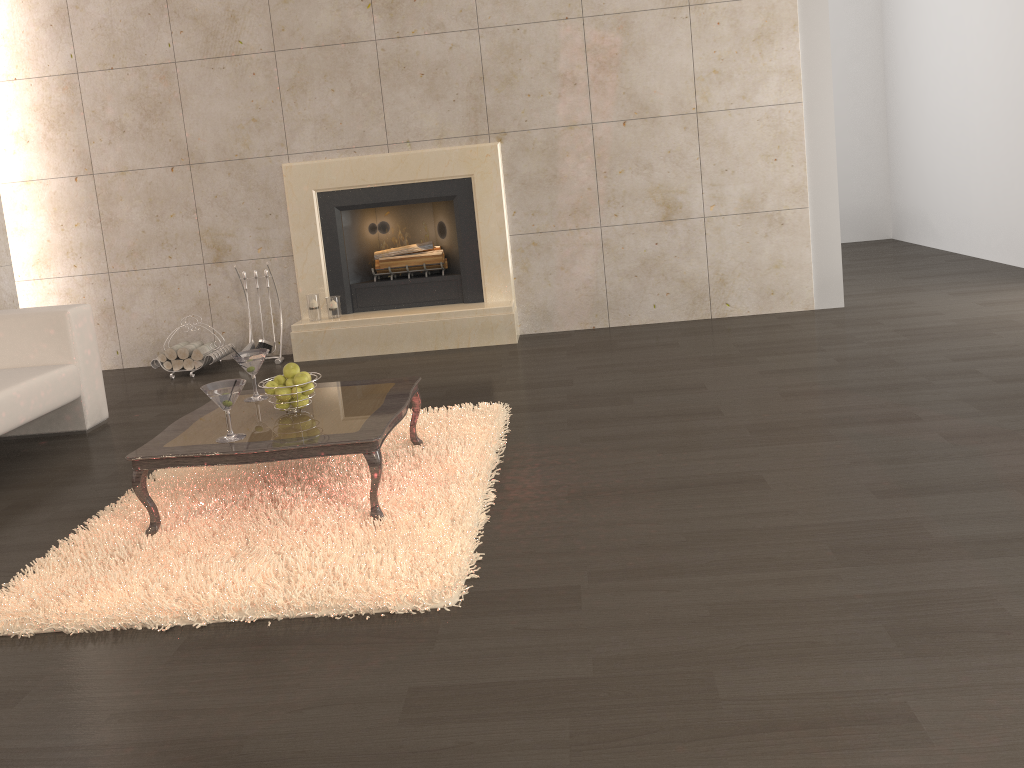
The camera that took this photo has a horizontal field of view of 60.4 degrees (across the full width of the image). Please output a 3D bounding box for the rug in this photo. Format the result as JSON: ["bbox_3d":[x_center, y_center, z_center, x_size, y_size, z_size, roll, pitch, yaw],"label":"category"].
[{"bbox_3d":[-0.795,0.398,3.342,1.507,0.066,2.040,-5,14,4],"label":"rug"}]

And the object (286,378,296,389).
[{"bbox_3d":[-0.820,-0.001,3.281,0.046,0.043,0.046,-10,12,-24],"label":"object"}]

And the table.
[{"bbox_3d":[-0.824,0.253,3.341,0.903,0.297,0.933,-5,13,3],"label":"table"}]

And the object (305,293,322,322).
[{"bbox_3d":[-1.355,-0.525,6.028,0.100,0.181,0.098,-14,12,-42],"label":"object"}]

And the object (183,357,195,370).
[{"bbox_3d":[-2.131,-0.163,5.953,0.079,0.075,0.257,-5,13,5],"label":"object"}]

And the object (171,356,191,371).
[{"bbox_3d":[-2.208,-0.160,5.974,0.082,0.072,0.282,-5,13,5],"label":"object"}]

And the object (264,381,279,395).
[{"bbox_3d":[-0.892,0.016,3.269,0.055,0.054,0.054,-12,12,-33],"label":"object"}]

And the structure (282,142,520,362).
[{"bbox_3d":[-0.768,-0.933,6.123,1.523,1.320,0.598,-5,8,4],"label":"structure"}]

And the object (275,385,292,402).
[{"bbox_3d":[-0.843,0.035,3.255,0.066,0.065,0.067,-11,12,-28],"label":"object"}]

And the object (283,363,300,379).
[{"bbox_3d":[-0.829,-0.049,3.310,0.062,0.063,0.063,-5,10,4],"label":"object"}]

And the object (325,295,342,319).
[{"bbox_3d":[-1.228,-0.528,6.065,0.108,0.146,0.110,-4,10,9],"label":"object"}]

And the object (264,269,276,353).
[{"bbox_3d":[-1.643,-0.498,5.981,0.027,0.556,0.108,-6,7,-2],"label":"object"}]

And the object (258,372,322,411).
[{"bbox_3d":[-0.827,0.041,3.313,0.237,0.117,0.235,-16,16,-39],"label":"object"}]

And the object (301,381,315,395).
[{"bbox_3d":[-0.766,0.016,3.292,0.053,0.050,0.054,-4,11,8],"label":"object"}]

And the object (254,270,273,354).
[{"bbox_3d":[-1.718,-0.488,6.014,0.070,0.578,0.138,-2,8,28],"label":"object"}]

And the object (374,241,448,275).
[{"bbox_3d":[-0.724,-0.900,6.270,0.513,0.208,0.224,-5,11,4],"label":"object"}]

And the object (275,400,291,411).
[{"bbox_3d":[-0.859,0.073,3.300,0.054,0.054,0.056,-3,11,15],"label":"object"}]

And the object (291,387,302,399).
[{"bbox_3d":[-0.796,0.032,3.253,0.044,0.045,0.046,-6,10,-4],"label":"object"}]

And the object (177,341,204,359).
[{"bbox_3d":[-2.166,-0.231,5.946,0.079,0.075,0.257,-5,13,5],"label":"object"}]

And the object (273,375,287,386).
[{"bbox_3d":[-0.871,-0.010,3.310,0.050,0.048,0.046,-2,11,19],"label":"object"}]

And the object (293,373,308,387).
[{"bbox_3d":[-0.781,-0.014,3.260,0.053,0.050,0.055,-5,11,5],"label":"object"}]

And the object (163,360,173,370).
[{"bbox_3d":[-2.276,-0.154,5.962,0.057,0.056,0.257,-5,13,5],"label":"object"}]

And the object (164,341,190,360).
[{"bbox_3d":[-2.252,-0.228,5.951,0.081,0.081,0.257,-5,13,5],"label":"object"}]

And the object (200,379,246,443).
[{"bbox_3d":[-0.979,0.082,3.025,0.151,0.213,0.154,-6,9,-3],"label":"object"}]

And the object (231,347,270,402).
[{"bbox_3d":[-1.053,-0.046,3.582,0.152,0.213,0.153,-9,10,-20],"label":"object"}]

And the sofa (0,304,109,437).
[{"bbox_3d":[-2.757,0.237,3.454,0.942,0.639,2.842,-5,13,5],"label":"sofa"}]

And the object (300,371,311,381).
[{"bbox_3d":[-0.788,-0.017,3.335,0.057,0.060,0.063,-11,12,-26],"label":"object"}]

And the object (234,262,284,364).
[{"bbox_3d":[-1.720,-0.488,6.021,0.263,0.687,0.220,-5,8,4],"label":"object"}]

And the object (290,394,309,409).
[{"bbox_3d":[-0.796,0.061,3.300,0.070,0.062,0.068,-15,14,-40],"label":"object"}]

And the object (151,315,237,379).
[{"bbox_3d":[-2.173,-0.279,6.006,0.430,0.374,0.512,-5,11,4],"label":"object"}]

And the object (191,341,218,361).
[{"bbox_3d":[-2.074,-0.224,5.947,0.080,0.077,0.267,-5,13,5],"label":"object"}]

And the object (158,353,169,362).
[{"bbox_3d":[-2.310,-0.202,5.958,0.057,0.056,0.257,-5,13,5],"label":"object"}]

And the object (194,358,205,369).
[{"bbox_3d":[-2.064,-0.159,5.944,0.061,0.058,0.248,-5,13,5],"label":"object"}]

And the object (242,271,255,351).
[{"bbox_3d":[-1.823,-0.465,5.992,0.116,0.593,0.127,1,10,44],"label":"object"}]
